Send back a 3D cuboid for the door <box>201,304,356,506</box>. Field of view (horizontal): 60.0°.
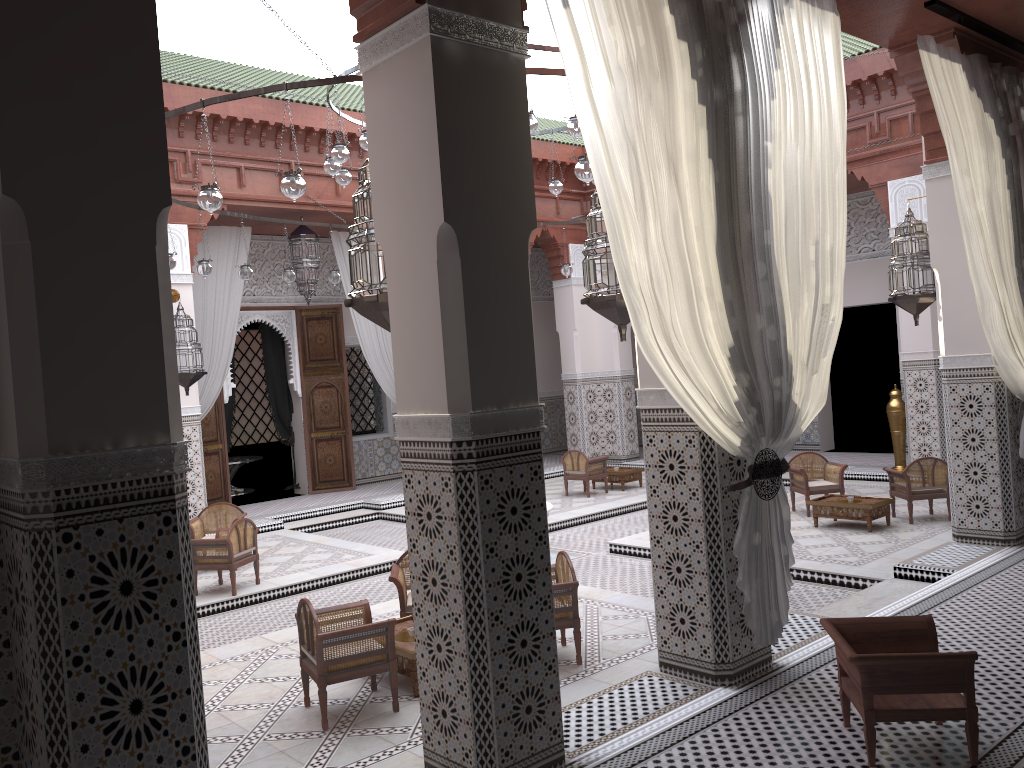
[{"bbox_3d":[-1.823,0.114,6.417,1.244,1.461,0.419,-5,1,-41],"label":"door"}]

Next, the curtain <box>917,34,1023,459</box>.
[{"bbox_3d":[1.960,-0.352,3.389,1.304,1.761,0.137,-5,1,-41],"label":"curtain"}]

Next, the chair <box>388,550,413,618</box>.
[{"bbox_3d":[-0.260,0.690,2.895,0.263,0.313,0.208,-4,1,-5],"label":"chair"}]

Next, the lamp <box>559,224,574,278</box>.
[{"bbox_3d":[0.346,-0.876,5.778,0.091,0.371,0.090,-5,1,-41],"label":"lamp"}]

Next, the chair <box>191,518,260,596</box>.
[{"bbox_3d":[-1.258,0.748,3.881,0.208,0.313,0.263,-4,1,15],"label":"chair"}]

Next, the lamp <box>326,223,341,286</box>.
[{"bbox_3d":[-1.064,-0.761,5.226,0.090,0.371,0.091,-4,1,-6],"label":"lamp"}]

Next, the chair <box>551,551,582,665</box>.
[{"bbox_3d":[0.075,0.669,2.656,0.208,0.313,0.263,-4,1,-11],"label":"chair"}]

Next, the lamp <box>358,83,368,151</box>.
[{"bbox_3d":[-0.606,-1.128,3.632,0.090,0.371,0.091,-5,1,-36],"label":"lamp"}]

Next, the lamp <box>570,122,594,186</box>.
[{"bbox_3d":[0.226,-0.816,2.811,0.091,0.371,0.090,-5,1,-26],"label":"lamp"}]

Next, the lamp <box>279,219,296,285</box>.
[{"bbox_3d":[-1.274,-0.742,5.003,0.090,0.371,0.091,-4,1,4],"label":"lamp"}]

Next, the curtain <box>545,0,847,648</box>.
[{"bbox_3d":[0.576,-0.230,2.186,1.303,1.764,0.129,-5,1,-41],"label":"curtain"}]

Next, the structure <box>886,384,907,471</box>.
[{"bbox_3d":[2.418,0.270,5.554,0.156,0.539,0.156,-4,1,10],"label":"structure"}]

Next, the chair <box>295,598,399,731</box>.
[{"bbox_3d":[-0.441,0.713,2.364,0.208,0.313,0.263,-5,1,-26],"label":"chair"}]

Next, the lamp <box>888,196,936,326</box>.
[{"bbox_3d":[1.672,-0.518,3.698,0.216,0.552,0.221,-5,1,-41],"label":"lamp"}]

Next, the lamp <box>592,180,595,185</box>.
[{"bbox_3d":[0.456,-1.225,4.714,0.091,0.371,0.090,-4,1,-1],"label":"lamp"}]

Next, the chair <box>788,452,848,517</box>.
[{"bbox_3d":[1.603,0.521,4.672,0.263,0.313,0.208,-4,1,-5],"label":"chair"}]

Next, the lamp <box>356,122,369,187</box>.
[{"bbox_3d":[-0.748,-1.132,4.466,0.090,0.371,0.091,-5,1,-16],"label":"lamp"}]

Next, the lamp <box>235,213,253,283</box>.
[{"bbox_3d":[-1.439,-0.725,4.737,0.090,0.371,0.091,-4,1,-6],"label":"lamp"}]

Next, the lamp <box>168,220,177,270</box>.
[{"bbox_3d":[-1.630,-0.701,4.143,0.090,0.371,0.091,-5,1,-36],"label":"lamp"}]

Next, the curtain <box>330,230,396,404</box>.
[{"bbox_3d":[-0.689,-0.207,6.458,1.304,1.761,0.048,-5,1,-41],"label":"curtain"}]

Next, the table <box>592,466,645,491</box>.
[{"bbox_3d":[0.722,0.648,6.116,0.229,0.142,0.330,-5,1,-41],"label":"table"}]

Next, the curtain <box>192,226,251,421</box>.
[{"bbox_3d":[-2.098,-0.082,5.252,1.304,1.761,0.048,-5,1,-41],"label":"curtain"}]

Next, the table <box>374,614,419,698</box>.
[{"bbox_3d":[-0.286,0.784,2.584,0.229,0.142,0.330,-5,1,-41],"label":"table"}]

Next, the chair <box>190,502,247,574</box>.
[{"bbox_3d":[-1.450,0.754,4.372,0.263,0.313,0.208,-4,1,-5],"label":"chair"}]

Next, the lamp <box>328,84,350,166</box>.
[{"bbox_3d":[-0.755,-1.120,3.808,0.090,0.371,0.091,-5,1,-16],"label":"lamp"}]

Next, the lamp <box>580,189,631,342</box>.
[{"bbox_3d":[0.295,-0.395,2.496,0.216,0.552,0.221,-5,1,-41],"label":"lamp"}]

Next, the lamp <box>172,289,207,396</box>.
[{"bbox_3d":[-1.845,-0.242,4.974,0.216,0.618,0.217,-5,1,-41],"label":"lamp"}]

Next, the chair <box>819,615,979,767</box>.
[{"bbox_3d":[0.783,0.632,1.803,0.234,0.252,0.259,-4,1,7],"label":"chair"}]

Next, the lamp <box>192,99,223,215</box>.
[{"bbox_3d":[-0.982,-0.727,2.836,0.091,0.371,0.090,-5,1,-26],"label":"lamp"}]

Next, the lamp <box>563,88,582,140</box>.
[{"bbox_3d":[0.251,-1.192,3.649,0.091,0.371,0.090,-5,1,-16],"label":"lamp"}]

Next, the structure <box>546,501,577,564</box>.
[{"bbox_3d":[0.002,0.743,4.336,0.528,0.310,0.501,-5,1,-41],"label":"structure"}]

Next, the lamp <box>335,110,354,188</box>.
[{"bbox_3d":[-0.826,-1.122,4.247,0.090,0.371,0.091,-5,1,-36],"label":"lamp"}]

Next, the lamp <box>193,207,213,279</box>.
[{"bbox_3d":[-1.562,-0.711,4.447,0.090,0.371,0.091,-5,1,-26],"label":"lamp"}]

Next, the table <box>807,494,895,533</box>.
[{"bbox_3d":[1.626,0.613,4.252,0.229,0.142,0.330,-5,1,-41],"label":"table"}]

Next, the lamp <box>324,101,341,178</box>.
[{"bbox_3d":[-0.832,-1.118,4.011,0.091,0.371,0.090,-4,1,29],"label":"lamp"}]

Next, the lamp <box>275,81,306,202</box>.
[{"bbox_3d":[-0.689,-0.747,2.734,0.091,0.371,0.090,-5,1,-26],"label":"lamp"}]

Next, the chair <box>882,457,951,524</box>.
[{"bbox_3d":[1.975,0.500,4.296,0.263,0.313,0.208,-4,1,-1],"label":"chair"}]

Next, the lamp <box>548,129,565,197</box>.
[{"bbox_3d":[0.233,-1.211,4.868,0.091,0.371,0.090,-5,1,-26],"label":"lamp"}]

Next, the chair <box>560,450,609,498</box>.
[{"bbox_3d":[0.488,0.583,5.910,0.263,0.313,0.208,-3,1,45],"label":"chair"}]

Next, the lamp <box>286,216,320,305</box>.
[{"bbox_3d":[-1.333,-0.793,5.714,0.221,0.571,0.220,-5,1,-41],"label":"lamp"}]

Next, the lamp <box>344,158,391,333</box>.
[{"bbox_3d":[-0.274,-0.344,1.999,0.216,0.552,0.221,-5,1,-41],"label":"lamp"}]

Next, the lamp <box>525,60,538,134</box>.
[{"bbox_3d":[0.049,-1.175,3.544,0.091,0.371,0.090,-4,1,-6],"label":"lamp"}]
